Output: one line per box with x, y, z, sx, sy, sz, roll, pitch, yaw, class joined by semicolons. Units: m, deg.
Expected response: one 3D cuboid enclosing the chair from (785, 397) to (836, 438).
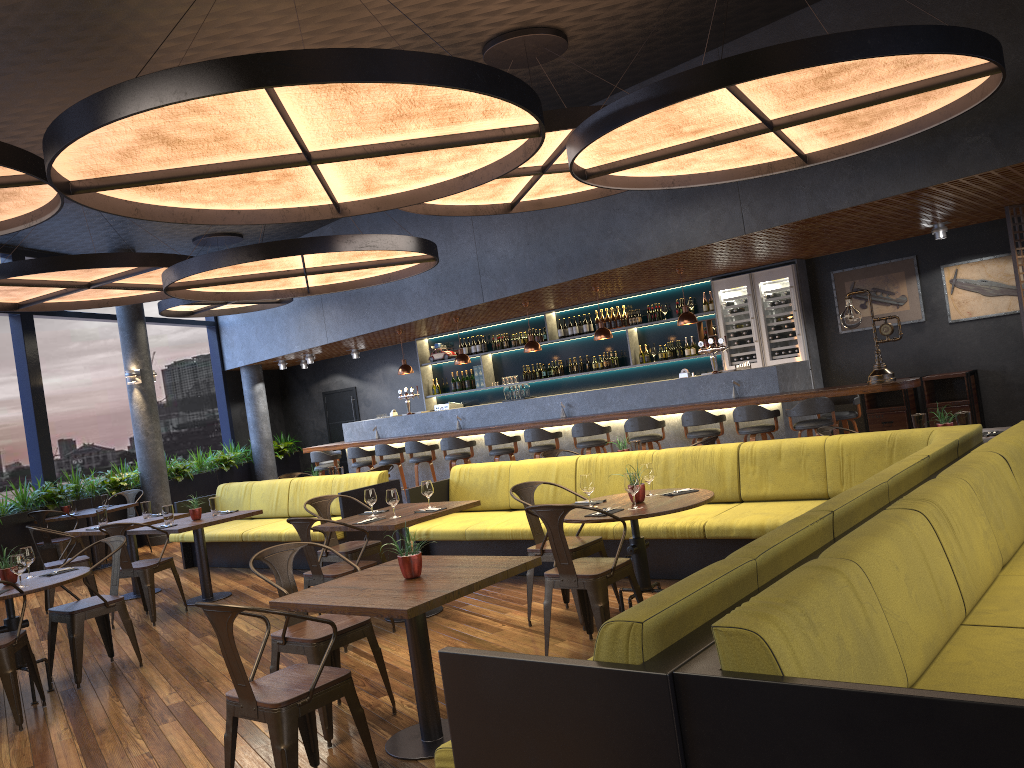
3.078;0.655;9.011;0.483;1.048;0.438;-8;0;31;chair

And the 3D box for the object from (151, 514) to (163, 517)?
-3.778;1.400;9.490;0.255;0.019;0.157;-9;0;38;object

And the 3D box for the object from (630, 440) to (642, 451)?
1.124;0.601;7.976;0.102;0.178;0.102;-8;0;24;object

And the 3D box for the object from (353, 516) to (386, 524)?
-1.022;0.985;6.432;0.157;0.019;0.255;-9;0;39;object

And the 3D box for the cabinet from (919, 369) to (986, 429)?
5.223;0.376;10.490;0.553;1.007;0.473;-9;0;39;cabinet

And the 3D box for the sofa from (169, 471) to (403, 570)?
-2.609;1.553;9.876;3.061;0.914;0.966;-9;0;39;sofa

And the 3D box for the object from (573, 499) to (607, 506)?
0.504;0.760;5.710;0.157;0.019;0.255;-8;0;-44;object

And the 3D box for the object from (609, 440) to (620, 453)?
0.976;0.624;8.333;0.102;0.178;0.102;-8;0;-16;object

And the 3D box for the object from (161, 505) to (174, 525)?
-3.239;1.234;8.358;0.102;0.178;0.102;-9;0;44;object

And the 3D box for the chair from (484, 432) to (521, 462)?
-0.064;1.126;11.624;0.483;1.048;0.438;-8;0;10;chair

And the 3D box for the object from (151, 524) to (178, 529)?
-3.220;1.311;8.183;0.255;0.019;0.157;-9;0;38;object

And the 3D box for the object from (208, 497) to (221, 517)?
-2.853;1.179;8.525;0.102;0.178;0.102;-8;0;4;object

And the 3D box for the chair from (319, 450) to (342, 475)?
-3.018;1.572;14.776;0.483;1.048;0.438;-8;0;-22;chair

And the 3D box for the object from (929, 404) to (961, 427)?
3.107;0.257;6.397;0.238;0.271;0.260;-9;0;40;object

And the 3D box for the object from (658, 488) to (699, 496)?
1.037;0.682;5.593;0.255;0.019;0.157;-8;0;-19;object

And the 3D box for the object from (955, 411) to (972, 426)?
3.204;0.289;6.283;0.102;0.178;0.102;-8;0;24;object

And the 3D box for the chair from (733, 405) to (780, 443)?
2.618;0.724;9.372;0.438;1.048;0.483;-8;0;-22;chair

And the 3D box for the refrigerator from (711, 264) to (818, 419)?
3.424;-0.445;11.880;1.159;2.109;0.454;-9;0;39;refrigerator

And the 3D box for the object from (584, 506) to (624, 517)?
0.556;0.750;5.238;0.157;0.019;0.255;-9;0;41;object

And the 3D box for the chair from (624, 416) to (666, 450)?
1.578;0.880;10.296;0.438;1.048;0.483;-8;0;-37;chair

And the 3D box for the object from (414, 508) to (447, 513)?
-0.617;0.927;6.537;0.255;0.019;0.157;-9;0;39;object

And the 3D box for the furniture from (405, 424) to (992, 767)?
1.228;0.966;4.631;7.462;0.914;4.895;-8;0;34;furniture

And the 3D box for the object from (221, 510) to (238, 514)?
-2.782;1.251;8.681;0.255;0.019;0.157;-9;0;38;object

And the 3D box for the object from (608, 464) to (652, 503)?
0.757;0.592;5.462;0.238;0.271;0.260;-8;0;-30;object

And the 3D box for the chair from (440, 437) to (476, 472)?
-0.689;1.219;11.984;0.438;1.048;0.483;-8;0;-32;chair

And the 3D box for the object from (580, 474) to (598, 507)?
0.476;0.668;5.537;0.097;0.206;0.097;-8;0;-26;object

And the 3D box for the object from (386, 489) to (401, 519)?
-0.863;0.868;6.438;0.097;0.206;0.097;-9;0;39;object

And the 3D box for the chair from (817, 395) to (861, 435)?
3.534;0.593;9.522;0.483;1.048;0.438;-8;0;10;chair

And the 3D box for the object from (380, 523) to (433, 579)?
-0.491;0.764;4.120;0.260;0.271;0.238;-8;0;-16;object

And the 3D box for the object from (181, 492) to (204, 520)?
-3.006;1.154;8.429;0.238;0.271;0.260;-8;0;-12;object

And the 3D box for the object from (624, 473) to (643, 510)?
0.715;0.632;5.237;0.097;0.206;0.097;-8;0;-13;object

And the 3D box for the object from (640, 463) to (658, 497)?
0.874;0.612;5.681;0.097;0.206;0.097;-8;0;-10;object

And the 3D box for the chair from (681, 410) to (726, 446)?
2.180;0.790;9.813;0.483;1.048;0.438;-8;0;10;chair

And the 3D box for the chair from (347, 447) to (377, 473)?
-2.171;1.441;13.324;0.483;1.048;0.438;-8;0;10;chair

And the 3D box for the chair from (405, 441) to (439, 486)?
-1.224;1.299;12.472;0.438;1.048;0.483;-8;0;-22;chair

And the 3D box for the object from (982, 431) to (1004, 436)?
3.370;0.345;6.223;0.157;0.019;0.255;-9;0;38;object

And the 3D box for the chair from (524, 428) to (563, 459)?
0.429;1.052;11.152;0.438;1.048;0.483;-8;0;-22;chair

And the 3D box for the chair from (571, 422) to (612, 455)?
1.020;0.964;10.722;0.483;1.048;0.438;-8;0;-1;chair

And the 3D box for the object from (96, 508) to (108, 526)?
-4.234;1.383;9.168;0.102;0.178;0.102;-8;0;14;object

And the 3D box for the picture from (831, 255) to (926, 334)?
4.576;-1.107;11.128;1.039;0.809;0.028;-9;0;39;picture

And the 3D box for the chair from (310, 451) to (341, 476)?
-2.833;1.540;13.806;0.483;1.048;0.438;-8;0;10;chair

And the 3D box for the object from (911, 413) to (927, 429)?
3.052;0.313;6.626;0.102;0.178;0.102;-8;0;24;object

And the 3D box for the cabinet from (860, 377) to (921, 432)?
4.688;0.457;10.925;0.553;1.007;0.473;-9;0;39;cabinet

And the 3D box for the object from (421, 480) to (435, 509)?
-0.635;0.836;6.712;0.097;0.206;0.097;-8;0;31;object

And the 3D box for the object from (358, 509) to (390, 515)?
-1.057;0.993;6.886;0.255;0.019;0.157;-9;0;39;object

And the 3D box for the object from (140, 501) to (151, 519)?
-3.848;1.328;9.335;0.102;0.178;0.102;-8;0;14;object

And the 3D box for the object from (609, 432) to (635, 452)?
1.016;0.570;8.114;0.238;0.271;0.260;-8;0;-30;object

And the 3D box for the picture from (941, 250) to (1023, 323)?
5.593;-1.135;10.314;1.039;0.697;0.028;-9;0;39;picture

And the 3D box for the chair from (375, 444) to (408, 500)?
-1.704;1.371;12.960;0.483;1.048;0.438;-8;0;10;chair

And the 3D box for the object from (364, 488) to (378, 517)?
-1.065;0.899;6.712;0.097;0.206;0.097;-8;0;31;object
